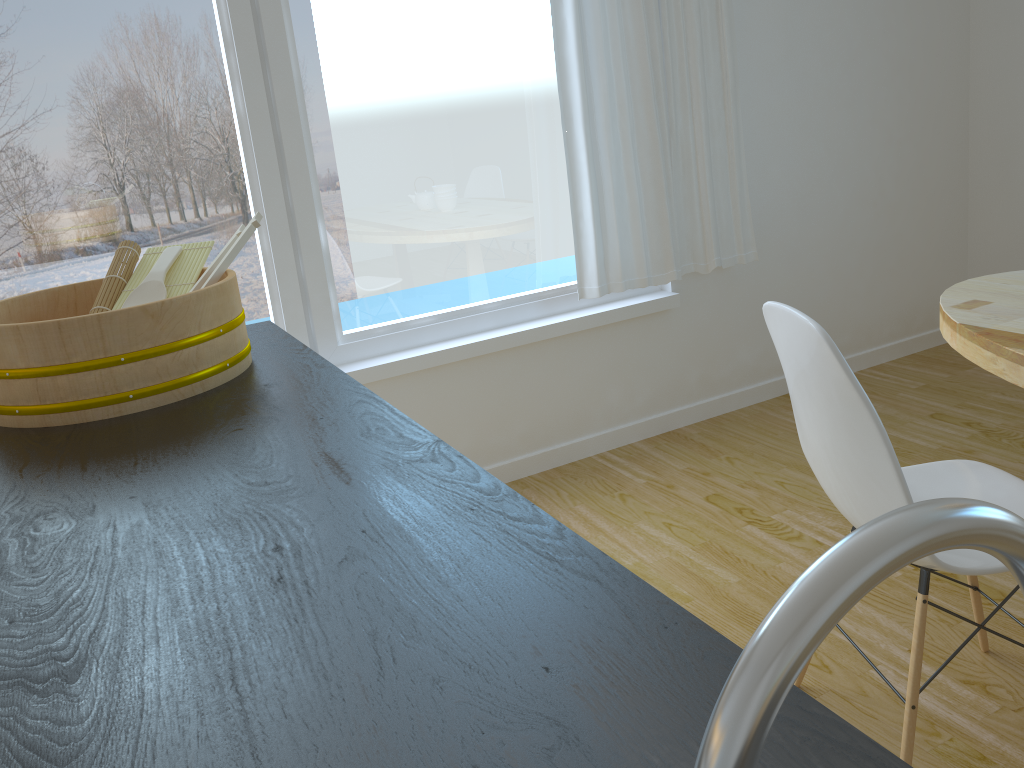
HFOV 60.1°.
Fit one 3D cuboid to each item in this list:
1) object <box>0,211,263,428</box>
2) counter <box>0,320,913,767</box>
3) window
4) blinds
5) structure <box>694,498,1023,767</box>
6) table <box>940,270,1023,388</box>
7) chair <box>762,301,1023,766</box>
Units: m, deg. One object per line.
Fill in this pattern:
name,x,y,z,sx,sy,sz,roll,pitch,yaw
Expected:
object,-0.592,-0.110,1.324,0.378,0.211,0.436,-6,16,2
counter,-0.165,0.229,0.484,0.604,0.039,2.425,-15,19,-24
window,-0.751,-0.965,2.650,2.742,1.890,0.089,-14,16,-25
blinds,0.478,-1.404,2.996,0.799,2.128,0.151,-14,15,-25
structure,0.131,0.141,0.229,0.163,0.212,0.098,-14,16,-25
table,1.719,0.311,1.408,1.201,0.714,2.211,-15,19,-26
chair,0.776,0.259,1.640,0.523,0.888,0.436,-8,15,-6
